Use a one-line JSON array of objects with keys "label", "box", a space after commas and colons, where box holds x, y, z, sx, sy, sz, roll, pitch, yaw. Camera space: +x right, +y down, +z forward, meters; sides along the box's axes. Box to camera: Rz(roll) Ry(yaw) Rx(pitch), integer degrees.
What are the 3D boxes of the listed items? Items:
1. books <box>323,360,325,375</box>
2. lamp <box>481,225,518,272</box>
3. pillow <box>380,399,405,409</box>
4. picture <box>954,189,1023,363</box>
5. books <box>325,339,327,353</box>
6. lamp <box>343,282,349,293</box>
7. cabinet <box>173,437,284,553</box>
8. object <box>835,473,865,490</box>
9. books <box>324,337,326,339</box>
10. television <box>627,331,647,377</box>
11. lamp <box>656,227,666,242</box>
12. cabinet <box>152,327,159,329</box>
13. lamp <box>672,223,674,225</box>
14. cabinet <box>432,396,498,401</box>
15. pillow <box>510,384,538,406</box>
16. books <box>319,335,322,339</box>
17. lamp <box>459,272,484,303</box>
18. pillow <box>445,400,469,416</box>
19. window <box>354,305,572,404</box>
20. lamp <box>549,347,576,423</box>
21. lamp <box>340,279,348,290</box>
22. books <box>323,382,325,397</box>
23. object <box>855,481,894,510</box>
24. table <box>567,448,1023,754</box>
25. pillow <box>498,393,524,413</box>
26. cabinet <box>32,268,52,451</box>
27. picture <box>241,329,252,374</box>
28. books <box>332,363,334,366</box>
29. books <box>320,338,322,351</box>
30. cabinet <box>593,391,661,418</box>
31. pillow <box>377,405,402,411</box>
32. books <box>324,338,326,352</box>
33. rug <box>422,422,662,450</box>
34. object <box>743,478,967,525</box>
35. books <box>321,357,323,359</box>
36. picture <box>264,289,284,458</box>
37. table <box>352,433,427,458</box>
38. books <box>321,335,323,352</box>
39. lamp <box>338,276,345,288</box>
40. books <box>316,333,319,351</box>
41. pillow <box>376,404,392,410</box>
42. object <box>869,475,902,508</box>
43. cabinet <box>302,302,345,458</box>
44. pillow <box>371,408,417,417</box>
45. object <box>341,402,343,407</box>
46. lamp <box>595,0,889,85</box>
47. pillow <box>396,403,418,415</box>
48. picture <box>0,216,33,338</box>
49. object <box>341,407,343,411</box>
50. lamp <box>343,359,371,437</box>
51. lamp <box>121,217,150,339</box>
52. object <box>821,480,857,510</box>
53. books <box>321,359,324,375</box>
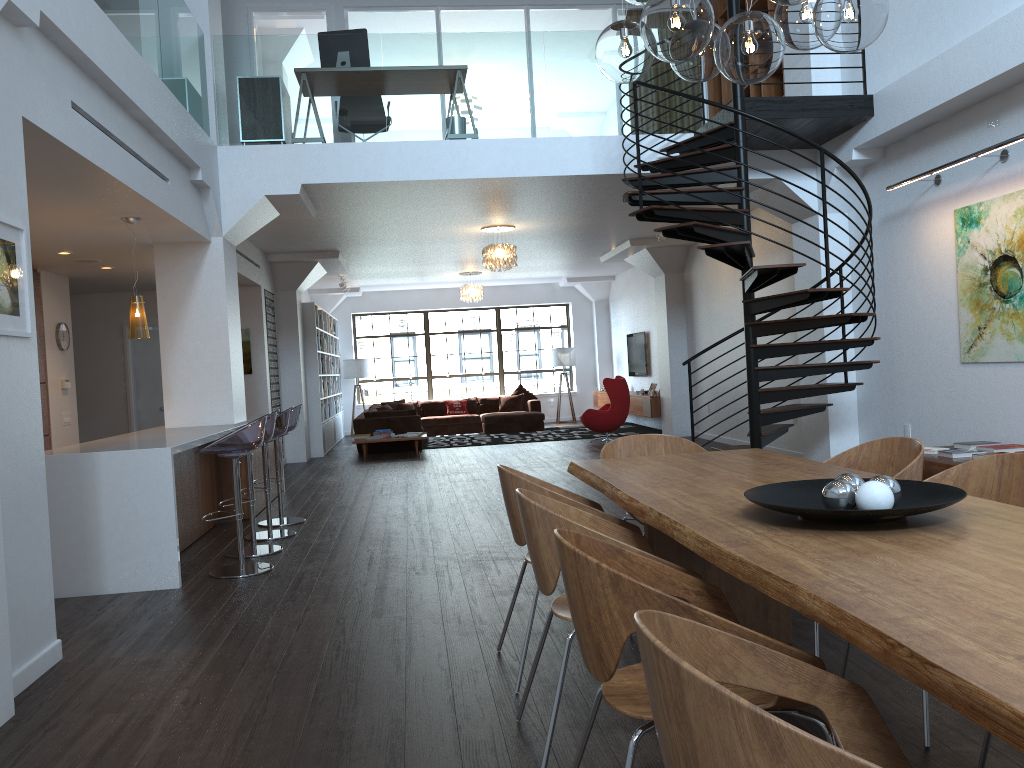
[{"label": "books", "box": [-3.241, -0.278, 14.883, 0.182, 0.253, 0.034, -3, 1, -7]}, {"label": "lamp", "box": [-0.161, -1.697, 11.188, 0.441, 0.539, 0.442, -2, 1, 36]}, {"label": "pillow", "box": [-2.293, 0.518, 17.614, 0.580, 0.418, 0.334, -4, 1, -33]}, {"label": "picture", "box": [3.563, -0.759, 6.413, 0.010, 1.200, 1.095, -3, 1, -7]}, {"label": "books", "box": [-3.347, -0.657, 15.551, 0.174, 0.239, 0.045, -3, 1, -7]}, {"label": "lamp", "box": [-3.098, -1.801, 16.540, 0.120, 0.211, 0.111, -4, 1, -32]}, {"label": "cabinet", "box": [-2.752, 0.835, 7.610, 0.898, 0.796, 4.493, -3, 1, -7]}, {"label": "object", "box": [0.987, 0.311, 2.596, 0.100, 0.100, 0.100, -2, 1, 38]}, {"label": "books", "box": [-3.363, -0.683, 15.625, 0.176, 0.290, 0.053, -3, 1, -7]}, {"label": "television", "box": [2.333, -0.546, 16.609, 0.013, 0.816, 1.324, -3, 1, -7]}, {"label": "lamp", "box": [2.006, -2.005, 11.899, 0.111, 0.211, 0.120, -3, 1, 28]}, {"label": "cabinet", "box": [-5.575, -0.195, 13.027, 0.527, 2.991, 2.630, -3, 1, -7]}, {"label": "lamp", "box": [2.064, -1.999, 11.397, 0.111, 0.211, 0.120, -2, 1, 43]}, {"label": "cabinet", "box": [-0.895, 0.618, 18.723, 1.520, 0.625, 0.350, -3, 1, -7]}, {"label": "pillow", "box": [0.161, 0.288, 17.987, 0.651, 0.587, 0.335, -4, 1, -28]}, {"label": "books", "box": [-3.297, -0.670, 14.908, 0.198, 0.284, 0.049, -3, 1, -7]}, {"label": "lamp", "box": [-0.744, -1.757, 16.215, 0.441, 0.539, 0.442, -2, 1, 36]}, {"label": "pillow", "box": [-1.105, 0.481, 17.796, 0.465, 0.308, 0.220, -3, 1, -10]}, {"label": "window", "box": [-1.031, -0.649, 19.240, 4.648, 1.905, 0.114, -3, 1, -7]}, {"label": "lamp", "box": [1.105, 0.025, 18.778, 0.545, 1.579, 0.545, -3, 1, 4]}, {"label": "lamp", "box": [-3.038, -1.795, 16.024, 0.111, 0.211, 0.120, -2, 1, 43]}, {"label": "books", "box": [-3.225, 0.095, 14.816, 0.183, 0.253, 0.034, -3, 1, -7]}, {"label": "object", "box": [0.996, 0.316, 2.436, 0.100, 0.100, 0.100, -2, 1, 38]}, {"label": "table", "box": [0.991, 0.749, 2.530, 1.012, 0.750, 3.803, -3, 1, -6]}, {"label": "pillow", "box": [-0.020, 0.384, 17.801, 0.542, 0.362, 0.248, -3, 1, 14]}, {"label": "cabinet", "box": [-4.757, 0.126, 6.440, 0.598, 2.499, 5.299, -3, 1, -7]}, {"label": "picture", "box": [-3.694, -0.421, 11.752, 0.450, 0.600, 0.030, -3, 1, -7]}, {"label": "books", "box": [-3.483, -0.292, 16.983, 0.140, 0.231, 0.042, -3, 1, -7]}, {"label": "books", "box": [-3.264, -0.647, 14.797, 0.174, 0.240, 0.054, -3, 1, -7]}, {"label": "cabinet", "box": [2.218, 0.339, 16.671, 0.459, 0.350, 4.501, -3, 1, -7]}, {"label": "pillow", "box": [-1.957, 0.549, 14.586, 0.559, 0.411, 0.269, -2, 1, 39]}, {"label": "books", "box": [-3.318, -0.661, 15.303, 0.182, 0.253, 0.034, -3, 1, -7]}, {"label": "rug", "box": [0.408, 0.907, 15.847, 4.200, 0.007, 3.100, -3, 1, -5]}, {"label": "object", "box": [0.966, 0.341, 2.527, 0.592, 0.066, 0.592, -2, 1, 41]}, {"label": "books", "box": [-3.260, -0.297, 14.943, 0.176, 0.294, 0.102, -3, 1, -7]}, {"label": "picture", "box": [-3.332, -0.109, 12.452, 0.021, 2.380, 0.800, -3, 1, -6]}, {"label": "table", "box": [-1.847, 0.945, 13.545, 1.100, 0.271, 0.853, -3, 1, -7]}, {"label": "books", "box": [-3.286, -0.674, 14.961, 0.176, 0.291, 0.053, -3, 1, -7]}, {"label": "lamp", "box": [-2.980, -1.789, 15.522, 0.111, 0.211, 0.120, -3, 1, 28]}, {"label": "books", "box": [-3.178, -0.665, 14.179, 0.176, 0.290, 0.053, -3, 1, -7]}, {"label": "pillow", "box": [-2.227, 0.560, 15.992, 0.325, 0.391, 0.625, -3, 1, 10]}, {"label": "object", "box": [1.054, 0.309, 2.519, 0.100, 0.100, 0.100, -2, 1, 38]}, {"label": "cabinet", "box": [-3.488, -0.080, 16.003, 0.461, 2.414, 4.500, -3, 1, -7]}, {"label": "pillow", "box": [-1.886, 0.591, 14.327, 0.750, 0.364, 0.289, -3, 1, -7]}, {"label": "object", "box": [-3.617, 0.431, 18.025, 0.331, 0.088, 0.410, -3, 1, -7]}, {"label": "lamp", "box": [0.789, -2.100, 2.791, 0.849, 2.140, 1.787, -3, 1, -8]}, {"label": "pillow", "box": [-2.091, 0.526, 17.540, 0.489, 0.337, 0.238, -4, 1, -37]}, {"label": "picture", "box": [-2.145, -0.454, 3.729, 0.018, 0.500, 0.500, -3, 1, -7]}, {"label": "object", "box": [-3.612, 0.519, 18.027, 0.331, 0.088, 0.410, -3, 1, -7]}, {"label": "lamp", "box": [-3.184, 0.276, 18.388, 0.545, 1.579, 0.545, -4, 1, -18]}, {"label": "lamp", "box": [-2.123, -1.303, 7.771, 0.149, 1.807, 2.842, -3, 1, 33]}, {"label": "object", "box": [0.930, 0.321, 2.515, 0.100, 0.100, 0.100, -2, 1, 38]}, {"label": "books", "box": [-3.226, -0.276, 14.709, 0.182, 0.253, 0.034, -3, 1, -7]}]
